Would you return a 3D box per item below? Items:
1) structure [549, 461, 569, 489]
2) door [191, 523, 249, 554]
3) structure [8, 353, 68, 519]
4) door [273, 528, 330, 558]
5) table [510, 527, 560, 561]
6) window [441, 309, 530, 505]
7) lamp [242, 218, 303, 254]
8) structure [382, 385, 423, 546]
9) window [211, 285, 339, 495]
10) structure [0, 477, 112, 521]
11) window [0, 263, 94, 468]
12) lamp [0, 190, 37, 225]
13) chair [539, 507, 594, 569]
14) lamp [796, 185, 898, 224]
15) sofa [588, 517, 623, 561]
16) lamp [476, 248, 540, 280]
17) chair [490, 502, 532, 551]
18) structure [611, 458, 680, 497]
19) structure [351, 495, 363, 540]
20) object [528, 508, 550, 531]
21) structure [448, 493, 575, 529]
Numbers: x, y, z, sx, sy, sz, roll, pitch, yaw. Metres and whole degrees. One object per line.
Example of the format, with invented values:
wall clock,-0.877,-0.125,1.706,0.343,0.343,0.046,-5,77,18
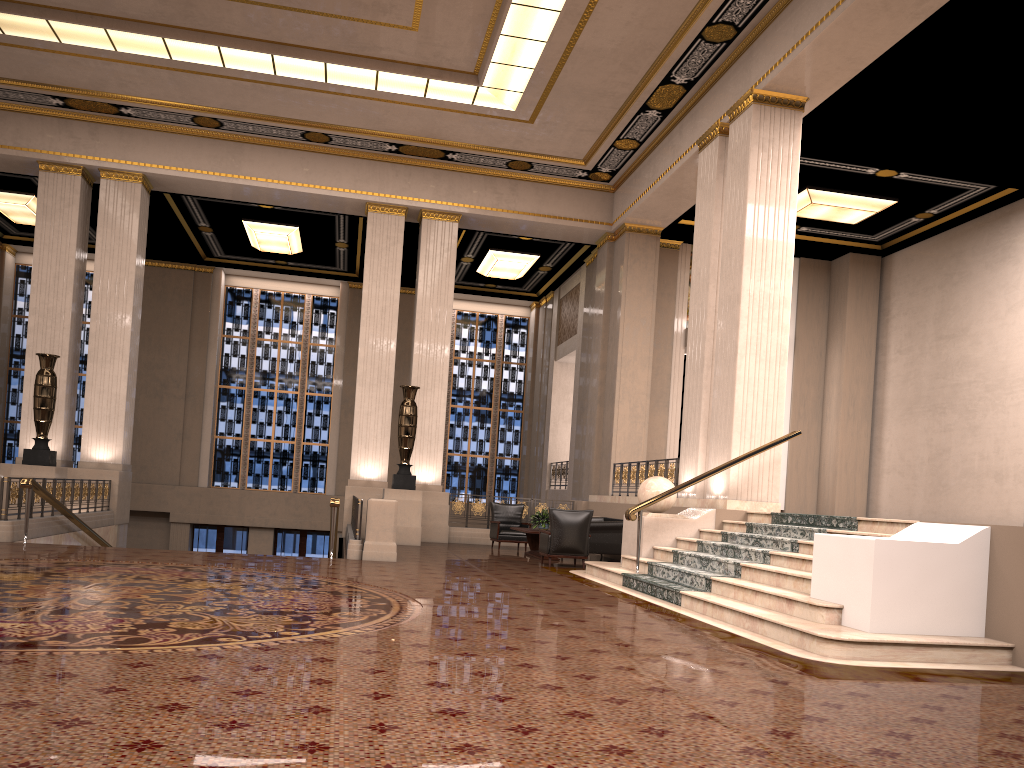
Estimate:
structure,1.182,2.203,21.240,0.031,0.664,2.167,4,-7,-10
door,-7.617,4.976,22.806,1.493,2.719,0.155,4,-1,-11
structure,-7.716,0.909,14.472,0.701,2.783,0.701,4,-1,-11
door,-5.571,5.161,23.201,1.493,2.719,0.155,4,-1,-11
table,0.498,2.619,14.457,0.840,0.433,1.483,5,-7,-10
window,-1.132,0.659,24.546,2.992,5.348,0.069,4,-1,-11
lamp,-5.367,-3.267,19.869,1.169,0.213,2.028,5,-7,-10
structure,-1.908,1.434,15.593,0.701,2.783,0.701,4,-1,-11
window,-6.304,0.192,23.548,2.992,5.348,0.069,4,-1,-11
structure,-6.642,1.683,13.152,0.079,0.534,4.965,4,-7,-10
window,-11.303,-0.260,22.582,2.992,5.348,0.069,4,-1,-11
lamp,-10.520,-3.732,18.874,1.169,0.213,2.028,5,-7,-10
chair,0.763,2.211,12.723,0.648,0.842,0.720,4,-4,-11
lamp,5.691,-3.101,15.565,1.718,0.213,1.175,5,-7,-11
sofa,1.406,2.568,14.636,0.876,0.703,1.933,5,-7,-10
lamp,-0.126,-2.793,20.881,1.169,0.213,2.028,5,-7,-10
chair,-0.039,2.592,16.070,0.649,0.842,0.719,5,-4,-16
structure,2.261,1.604,14.870,0.032,0.621,3.715,4,-7,-10
structure,-2.495,2.058,13.953,0.079,0.534,4.964,4,-7,-11
object,0.513,2.210,14.446,0.501,0.375,0.529,2,-6,22
structure,-0.010,2.554,17.377,2.538,0.653,0.032,5,-1,-11
